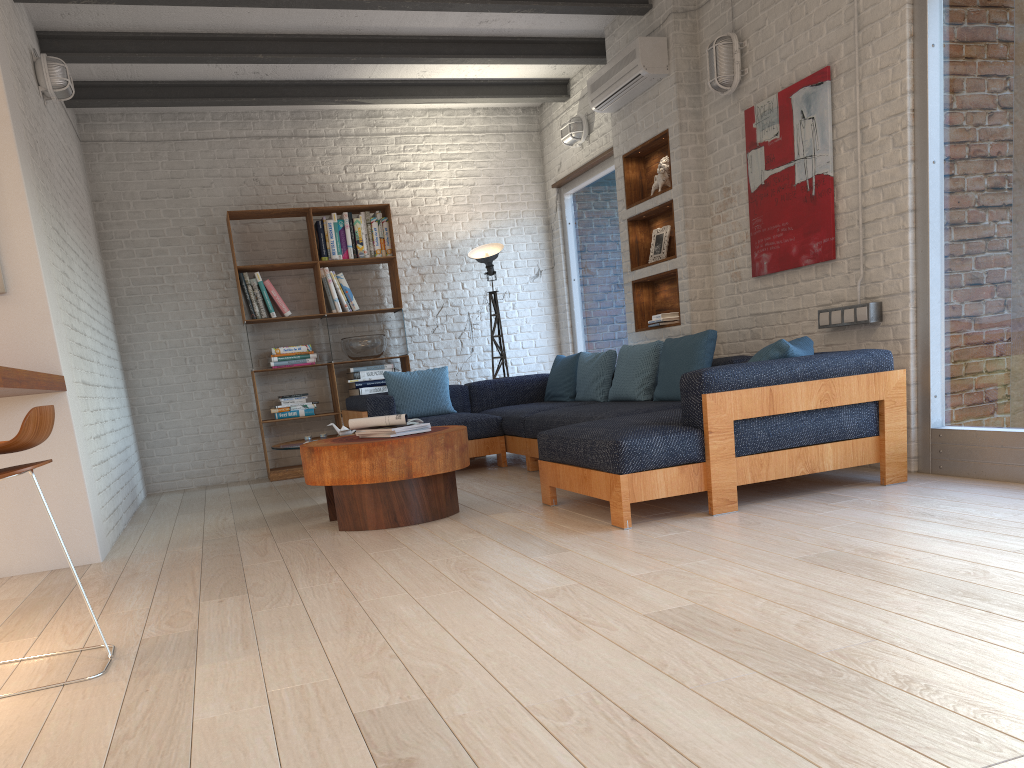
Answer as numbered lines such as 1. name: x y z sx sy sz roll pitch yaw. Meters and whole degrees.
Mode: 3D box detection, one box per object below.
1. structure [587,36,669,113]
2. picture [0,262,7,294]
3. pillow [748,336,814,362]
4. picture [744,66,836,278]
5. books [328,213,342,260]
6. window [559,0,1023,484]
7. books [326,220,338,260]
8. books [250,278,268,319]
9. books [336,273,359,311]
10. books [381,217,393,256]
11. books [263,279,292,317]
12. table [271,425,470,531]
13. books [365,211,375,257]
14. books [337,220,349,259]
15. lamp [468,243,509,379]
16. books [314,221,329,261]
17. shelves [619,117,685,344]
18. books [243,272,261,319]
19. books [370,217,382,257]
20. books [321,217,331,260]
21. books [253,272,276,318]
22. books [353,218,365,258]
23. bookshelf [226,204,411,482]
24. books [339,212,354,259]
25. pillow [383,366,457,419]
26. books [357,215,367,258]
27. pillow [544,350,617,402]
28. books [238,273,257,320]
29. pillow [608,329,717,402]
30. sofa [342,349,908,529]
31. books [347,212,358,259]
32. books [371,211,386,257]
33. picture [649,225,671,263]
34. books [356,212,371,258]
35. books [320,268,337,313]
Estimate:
1. structure: 0.768 -2.073 5.896 0.198 0.224 0.804 -8 2 -19
2. picture: -2.692 -0.893 3.825 0.650 1.041 0.019 -9 11 -17
3. pillow: 1.281 -0.051 4.318 0.378 0.336 0.551 -3 5 32
4. picture: 1.547 -1.138 4.892 0.019 0.983 0.731 -10 8 -19
5. books: -1.504 -1.233 7.419 0.036 0.393 0.239 -10 9 -19
6. window: 2.569 -2.811 2.098 0.642 6.543 12.175 -10 4 -19
7. books: -1.543 -1.200 7.407 0.055 0.338 0.250 -10 8 -19
8. books: -2.134 -0.702 7.328 0.101 0.342 0.250 -9 8 -19
9. books: -1.433 -0.778 7.516 0.157 0.337 0.250 -9 8 -18
10. books: -1.107 -1.250 7.571 0.055 0.338 0.250 -10 8 -19
11. books: -1.991 -0.711 7.366 0.193 0.326 0.250 -9 8 -18
12. table: -0.862 0.516 5.175 1.071 0.456 1.802 -7 2 -13
13. books: -1.239 -1.263 7.507 0.036 0.393 0.239 -10 9 -19
14. books: -1.461 -1.210 7.452 0.055 0.338 0.250 -10 8 -19
15. lamp: 0.074 -0.342 7.717 0.865 1.892 0.493 3 14 43
16. books: -1.623 -1.192 7.401 0.055 0.338 0.250 -10 8 -19
17. shelves: 1.067 -1.015 6.164 0.190 1.463 0.753 -10 10 -19
18. books: -2.179 -0.723 7.290 0.090 0.394 0.239 -10 9 -19
19. books: -1.191 -1.240 7.521 0.055 0.338 0.250 -10 8 -19
20. books: -1.587 -1.210 7.409 0.020 0.368 0.267 -10 9 -19
21. books: -2.074 -0.732 7.310 0.120 0.391 0.239 -9 9 -19
22. books: -1.330 -1.224 7.468 0.055 0.338 0.250 -10 8 -19
23. bookshelf: -1.593 -0.341 7.519 1.307 2.258 0.357 -9 11 -17
24. books: -1.413 -1.243 7.442 0.036 0.393 0.239 -10 9 -19
25. pillow: -0.739 0.076 6.993 0.551 0.419 0.219 -8 9 -18
26. books: -1.300 -1.242 7.490 0.020 0.368 0.267 -10 9 -19
27. pillow: 0.523 -0.048 6.865 0.241 0.407 1.093 -9 3 -20
28. books: -2.211 -0.718 7.271 0.090 0.394 0.239 -10 9 -19
29. pillow: 0.943 -0.092 5.594 0.252 0.425 1.196 -9 3 -19
30. sofa: 0.242 0.278 5.635 2.063 0.675 3.901 -7 2 -19
31. books: -1.382 -1.247 7.462 0.036 0.393 0.239 -10 9 -19
32. books: -1.151 -1.273 7.535 0.036 0.393 0.239 -10 9 -19
33. picture: 1.063 -0.993 6.218 0.101 0.250 0.191 -11 9 -27
34. books: -1.278 -1.259 7.509 0.036 0.393 0.239 -10 9 -19
35. books: -1.593 -0.787 7.481 0.100 0.393 0.239 -10 9 -19
